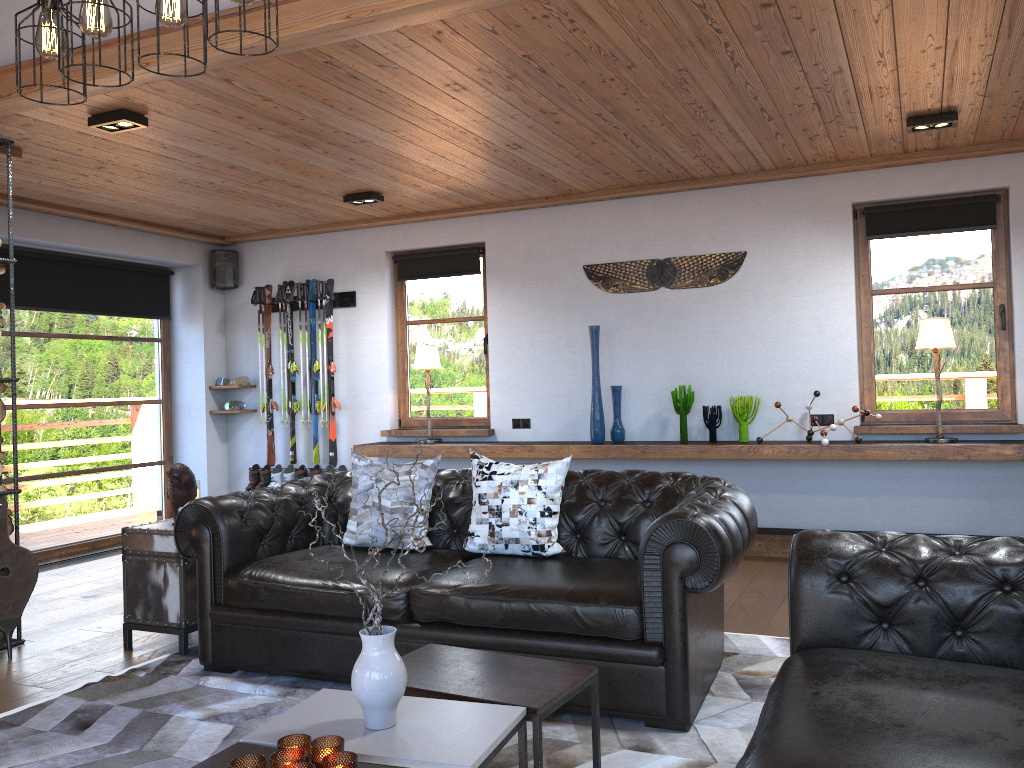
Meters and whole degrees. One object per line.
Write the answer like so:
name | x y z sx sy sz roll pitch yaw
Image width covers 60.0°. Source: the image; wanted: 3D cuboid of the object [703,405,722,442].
object | 1.423 0.283 6.304 0.130 0.260 0.123 -2 -1 -6

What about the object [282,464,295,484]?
object | -1.942 0.833 7.673 0.115 0.270 0.254 -2 -1 30

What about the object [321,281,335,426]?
object | -1.563 -0.255 7.561 0.122 1.250 0.058 -1 -1 -14

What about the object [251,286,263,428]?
object | -2.220 -0.235 7.759 0.059 1.250 0.121 -2 -1 7

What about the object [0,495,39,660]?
object | -2.546 0.954 4.431 0.263 0.795 0.268 -2 -1 8

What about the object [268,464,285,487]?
object | -2.059 0.837 7.709 0.115 0.270 0.254 -2 -1 30

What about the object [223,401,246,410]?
object | -2.549 0.194 8.090 0.190 0.084 0.348 -2 0 -30

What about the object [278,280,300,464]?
object | -1.957 -0.104 7.744 0.103 1.622 0.256 -2 -1 21

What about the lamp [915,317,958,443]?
lamp | 2.783 0.320 5.853 0.244 1.482 0.636 -2 -1 16

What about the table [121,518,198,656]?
table | -1.681 1.012 4.522 0.414 0.609 0.409 -2 -1 24

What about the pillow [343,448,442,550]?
pillow | -0.595 0.552 4.355 0.523 0.469 0.286 -2 -1 27

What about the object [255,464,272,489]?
object | -2.170 0.841 7.758 0.115 0.270 0.254 -2 -1 30

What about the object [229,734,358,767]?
object | -0.515 0.876 1.983 0.305 0.081 0.244 -2 0 -27

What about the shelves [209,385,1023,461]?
shelves | 0.308 0.419 6.798 6.581 0.989 0.618 -2 -1 24

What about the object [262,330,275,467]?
object | -2.205 -0.065 7.917 0.094 1.607 0.116 -2 -1 25

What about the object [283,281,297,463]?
object | -1.981 -0.103 7.845 0.072 1.622 0.112 -2 -1 24

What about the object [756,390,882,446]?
object | 2.053 0.218 5.952 0.527 0.349 0.638 -1 0 -38

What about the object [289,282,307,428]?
object | -1.838 -0.247 7.599 0.122 1.250 0.058 -1 -1 -19

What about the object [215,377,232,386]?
object | -2.629 -0.022 8.127 0.188 0.084 0.161 -2 0 23

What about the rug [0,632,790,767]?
rug | 0.128 1.232 3.462 4.006 0.053 2.454 -2 0 25

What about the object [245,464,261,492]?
object | -2.276 0.844 7.807 0.116 0.270 0.253 -2 -1 15

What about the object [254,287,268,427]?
object | -2.222 -0.235 7.840 0.121 1.250 0.059 -2 -1 6

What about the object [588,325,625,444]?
object | 0.692 0.003 6.504 0.276 0.862 0.110 -1 -1 -20

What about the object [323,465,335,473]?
object | -1.557 0.821 7.487 0.116 0.270 0.253 -2 -1 20

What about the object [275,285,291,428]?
object | -2.010 -0.241 7.746 0.121 1.250 0.059 -2 -1 6

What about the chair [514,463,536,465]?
chair | 0.098 0.922 6.132 0.437 0.717 0.446 -2 -1 28

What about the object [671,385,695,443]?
object | 1.225 0.215 6.338 0.159 0.410 0.146 -2 -1 -7

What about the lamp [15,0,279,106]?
lamp | -1.060 -1.933 2.435 0.798 2.202 0.263 -2 -1 15

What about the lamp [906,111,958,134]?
lamp | 2.353 -1.472 4.969 0.259 0.068 0.157 -2 0 24

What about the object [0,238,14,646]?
object | -2.905 0.052 4.483 0.462 2.612 0.498 -2 -1 24

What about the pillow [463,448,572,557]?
pillow | 0.021 0.533 4.082 0.523 0.469 0.286 -2 -1 27

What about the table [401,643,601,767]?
table | -0.103 1.081 2.786 0.643 0.350 0.404 -2 0 29

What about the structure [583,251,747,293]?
structure | 1.097 -0.812 6.537 1.237 0.240 0.099 -2 -1 24

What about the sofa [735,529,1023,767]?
sofa | 0.946 0.809 1.487 1.228 0.838 2.589 -2 0 24

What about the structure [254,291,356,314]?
structure | -1.883 -0.721 7.759 1.041 0.135 0.322 -2 0 24

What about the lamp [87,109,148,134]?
lamp | -2.004 -1.341 4.509 0.259 0.068 0.157 -2 0 24

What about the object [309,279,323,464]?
object | -1.703 -0.112 7.743 0.072 1.622 0.112 -2 -1 24

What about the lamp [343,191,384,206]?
lamp | -1.088 -1.364 6.497 0.259 0.068 0.157 -2 0 24

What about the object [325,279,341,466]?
object | -1.517 -0.101 7.599 0.094 1.607 0.116 -2 -1 25

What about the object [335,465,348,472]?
object | -1.443 0.818 7.436 0.116 0.270 0.253 -2 -1 20

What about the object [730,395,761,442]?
object | 1.629 0.242 6.228 0.183 0.332 0.197 -2 -1 -16

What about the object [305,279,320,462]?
object | -1.766 -0.110 7.783 0.072 1.622 0.112 -2 -1 24

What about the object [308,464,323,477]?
object | -1.698 0.826 7.580 0.115 0.270 0.254 -2 -1 40

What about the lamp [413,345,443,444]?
lamp | -0.579 0.425 7.372 0.243 1.482 0.638 -2 -1 28

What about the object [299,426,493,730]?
object | -0.340 0.508 2.345 0.613 0.808 0.411 -2 -1 35

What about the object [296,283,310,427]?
object | -1.798 -0.248 7.652 0.121 1.250 0.059 -2 -1 6

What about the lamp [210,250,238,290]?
lamp | -2.641 -1.047 8.132 0.211 0.349 0.215 -2 -1 24

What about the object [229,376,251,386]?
object | -2.467 -0.027 8.056 0.158 0.084 0.191 -2 0 23

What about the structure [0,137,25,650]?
structure | -2.894 0.045 4.485 0.507 2.617 0.506 -2 -1 24

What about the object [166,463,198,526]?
object | -1.678 0.555 4.510 0.151 0.319 0.246 -1 -1 -24

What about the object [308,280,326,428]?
object | -1.652 -0.253 7.501 0.121 1.250 0.059 -2 -1 -9

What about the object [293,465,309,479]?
object | -1.834 0.830 7.605 0.115 0.270 0.255 -2 -1 45

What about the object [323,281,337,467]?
object | -1.599 -0.084 7.648 0.094 1.607 0.116 -2 -1 25

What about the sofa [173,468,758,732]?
sofa | -0.169 0.850 4.111 2.543 0.838 1.250 -2 0 24

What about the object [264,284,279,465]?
object | -2.123 -0.082 7.868 0.094 1.607 0.116 -2 -1 25

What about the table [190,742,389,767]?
table | -0.492 1.091 1.972 0.644 0.350 0.404 -2 0 24

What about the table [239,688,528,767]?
table | -0.329 1.087 2.383 0.645 0.350 0.403 -2 0 19
